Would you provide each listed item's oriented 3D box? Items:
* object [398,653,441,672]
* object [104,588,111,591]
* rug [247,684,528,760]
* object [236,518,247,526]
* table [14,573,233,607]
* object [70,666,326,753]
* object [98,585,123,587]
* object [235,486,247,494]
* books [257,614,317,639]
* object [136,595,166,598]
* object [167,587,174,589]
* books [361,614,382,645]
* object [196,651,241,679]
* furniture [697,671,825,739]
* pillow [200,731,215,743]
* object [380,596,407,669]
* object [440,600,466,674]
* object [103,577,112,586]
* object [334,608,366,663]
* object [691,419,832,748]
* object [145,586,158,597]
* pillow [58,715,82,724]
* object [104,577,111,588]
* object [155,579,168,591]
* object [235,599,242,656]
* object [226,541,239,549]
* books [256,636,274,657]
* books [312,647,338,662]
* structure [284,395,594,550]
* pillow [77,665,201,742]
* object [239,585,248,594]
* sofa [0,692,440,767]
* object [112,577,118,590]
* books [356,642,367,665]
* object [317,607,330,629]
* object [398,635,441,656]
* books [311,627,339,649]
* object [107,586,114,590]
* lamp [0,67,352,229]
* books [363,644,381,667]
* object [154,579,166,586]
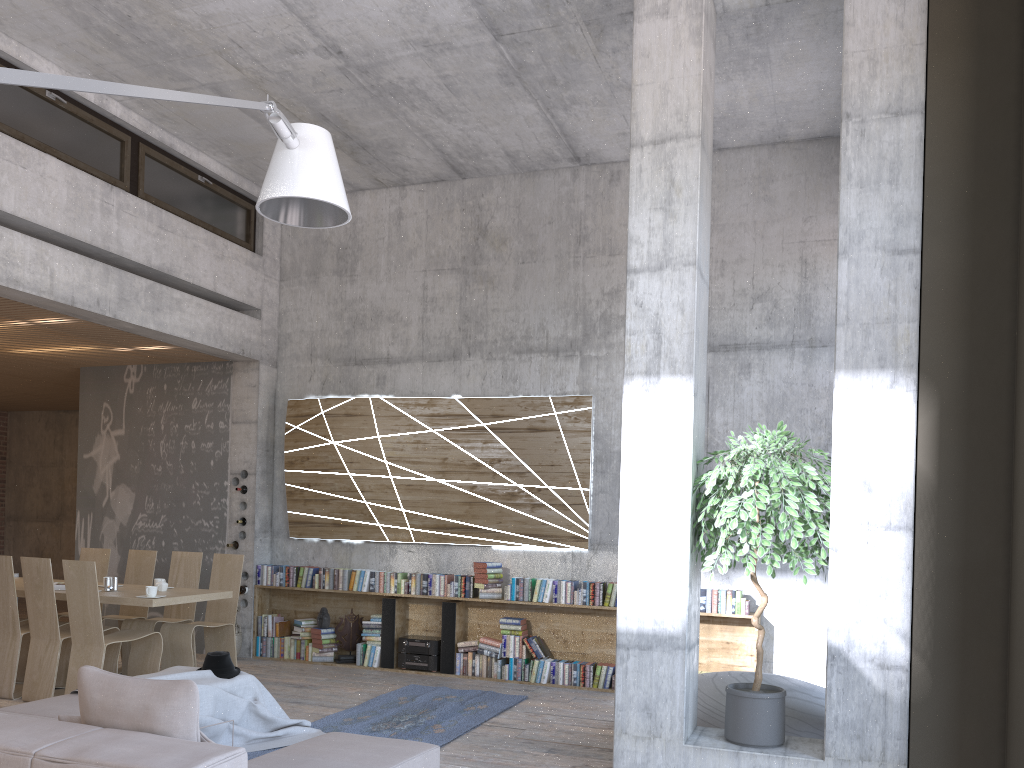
[{"bbox_3d":[-0.921,2.859,9.052,0.440,0.163,0.296,-1,-7,20],"label":"object"},{"bbox_3d":[-3.494,1.776,7.577,0.050,0.019,0.051,1,-8,3],"label":"object"},{"bbox_3d":[-0.894,2.594,6.696,1.162,0.049,2.950,-2,-9,20],"label":"rug"},{"bbox_3d":[-2.928,1.524,9.702,0.093,0.092,0.350,0,-8,20],"label":"object"},{"bbox_3d":[-5.152,2.291,8.357,5.186,0.918,1.021,-1,-6,20],"label":"table"},{"bbox_3d":[-2.121,2.188,5.949,1.046,0.499,1.611,-4,-10,38],"label":"object"},{"bbox_3d":[-3.704,1.858,8.057,0.185,0.014,0.187,-4,-10,33],"label":"object"},{"bbox_3d":[-2.931,1.166,9.667,0.090,0.089,0.339,0,-8,20],"label":"object"},{"bbox_3d":[-2.427,2.658,9.582,0.716,0.261,0.303,-2,-6,25],"label":"books"},{"bbox_3d":[-2.957,1.745,7.187,0.185,0.014,0.187,1,-9,6],"label":"object"},{"bbox_3d":[-3.218,1.864,8.013,0.185,0.014,0.187,-2,-9,23],"label":"object"},{"bbox_3d":[-1.431,2.584,9.234,0.251,0.321,0.220,0,-3,22],"label":"books"},{"bbox_3d":[-2.042,1.948,6.105,0.302,0.168,0.301,1,-7,7],"label":"object"},{"bbox_3d":[1.759,2.405,6.382,1.802,0.806,1.638,6,-8,-32],"label":"furniture"},{"bbox_3d":[-1.108,1.480,3.245,0.151,0.374,0.370,3,-4,-37],"label":"pillow"},{"bbox_3d":[-1.242,2.617,9.190,0.152,0.756,0.274,1,-1,20],"label":"object"},{"bbox_3d":[-0.603,2.599,8.959,0.152,0.756,0.274,1,-1,20],"label":"object"},{"bbox_3d":[-3.707,1.820,8.065,0.093,0.087,0.118,2,-6,-6],"label":"object"},{"bbox_3d":[-1.720,2.676,9.364,0.344,0.566,0.196,3,-1,-20],"label":"object"},{"bbox_3d":[1.471,1.144,5.094,1.001,1.854,0.972,2,-2,-14],"label":"object"},{"bbox_3d":[-2.950,1.701,7.175,0.093,0.087,0.117,4,-6,-26],"label":"object"},{"bbox_3d":[-1.602,1.481,3.501,0.377,0.370,0.170,2,-2,-7],"label":"pillow"},{"bbox_3d":[-3.521,1.740,7.636,0.052,0.109,0.052,2,-2,-25],"label":"object"},{"bbox_3d":[-3.102,1.784,7.766,0.089,0.111,0.124,1,-5,11],"label":"object"},{"bbox_3d":[-3.041,2.638,9.475,0.249,0.679,0.271,2,-1,-18],"label":"object"},{"bbox_3d":[-3.036,1.782,9.696,0.095,0.094,0.342,0,-8,20],"label":"object"},{"bbox_3d":[-2.705,2.881,9.654,0.273,0.219,0.206,0,-5,20],"label":"books"},{"bbox_3d":[-2.007,2.887,9.372,0.262,0.150,0.250,5,-7,-24],"label":"books"},{"bbox_3d":[-0.877,0.890,9.047,3.411,1.529,0.360,-1,-1,20],"label":"structure"},{"bbox_3d":[-1.392,1.356,3.316,0.563,0.554,0.222,0,-2,22],"label":"pillow"},{"bbox_3d":[-2.904,2.265,9.682,0.095,0.094,0.342,0,-8,20],"label":"object"},{"bbox_3d":[-1.923,1.857,4.630,2.997,0.780,3.045,-1,-9,20],"label":"sofa"},{"bbox_3d":[-3.465,1.743,7.651,0.052,0.111,0.052,2,-2,-25],"label":"object"},{"bbox_3d":[-1.571,2.850,9.268,0.074,0.219,0.206,1,-4,20],"label":"books"},{"bbox_3d":[-2.009,2.492,9.347,0.145,0.228,0.136,1,-3,17],"label":"object"},{"bbox_3d":[-0.918,2.697,9.047,0.440,0.160,0.307,-1,-7,20],"label":"object"},{"bbox_3d":[-1.995,2.710,9.363,0.190,0.209,0.248,-2,-6,41],"label":"books"},{"bbox_3d":[-3.476,1.766,7.593,0.051,0.045,0.051,-2,-6,38],"label":"object"},{"bbox_3d":[-1.324,0.336,3.125,0.756,3.404,2.649,2,-3,8],"label":"lamp"},{"bbox_3d":[-1.430,2.844,9.201,0.199,0.227,0.191,0,-4,20],"label":"books"},{"bbox_3d":[-3.223,1.826,8.019,0.093,0.087,0.118,3,-6,-16],"label":"object"}]
